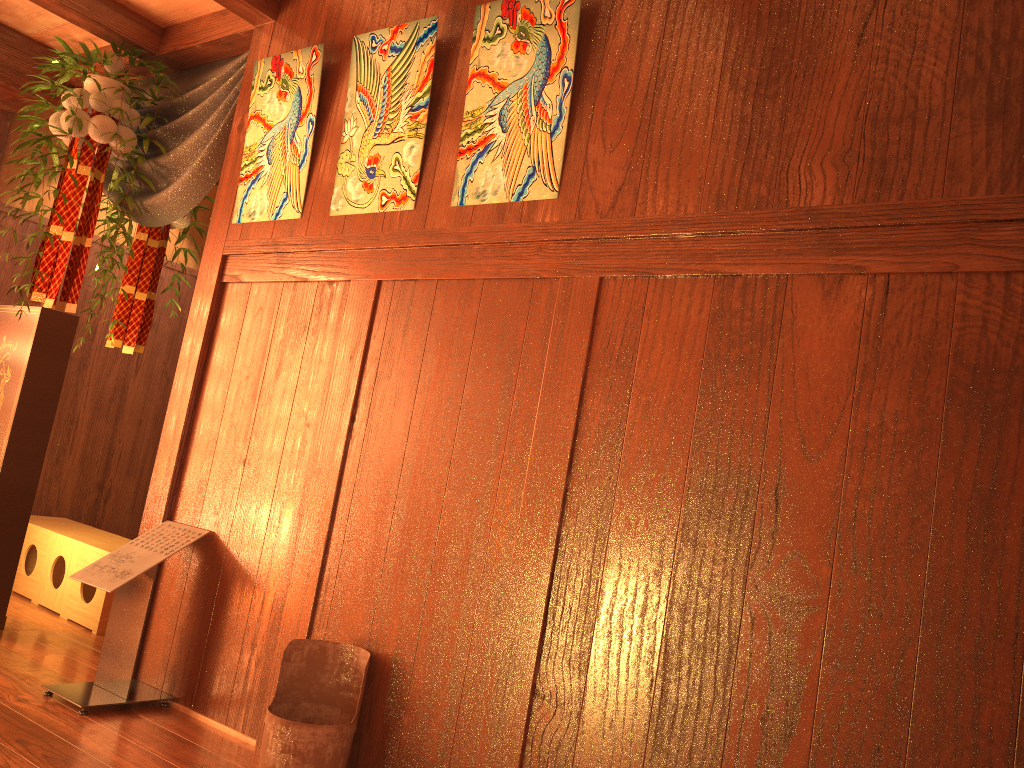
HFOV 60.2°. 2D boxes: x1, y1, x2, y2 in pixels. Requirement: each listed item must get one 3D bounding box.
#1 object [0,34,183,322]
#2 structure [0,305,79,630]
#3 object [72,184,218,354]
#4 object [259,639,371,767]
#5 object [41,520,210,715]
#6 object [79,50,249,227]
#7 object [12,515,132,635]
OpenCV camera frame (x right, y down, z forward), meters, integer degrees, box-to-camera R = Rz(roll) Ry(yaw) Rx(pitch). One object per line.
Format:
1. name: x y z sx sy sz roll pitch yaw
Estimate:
1. object: -1.753 -0.827 3.594 0.692 1.262 0.584 6 -8 26
2. structure: -2.198 0.300 3.577 0.776 1.252 0.279 5 -9 32
3. object: -1.949 -0.734 4.587 0.528 1.262 0.760 7 -8 23
4. object: -0.522 0.875 2.310 0.233 0.359 0.236 9 -8 8
5. object: -1.219 0.718 2.807 0.242 0.560 0.310 4 -10 37
6. object: -1.558 -1.041 3.788 1.451 0.752 0.098 4 -10 36
7. object: -2.040 0.871 4.165 1.247 0.331 0.337 3 -10 41
